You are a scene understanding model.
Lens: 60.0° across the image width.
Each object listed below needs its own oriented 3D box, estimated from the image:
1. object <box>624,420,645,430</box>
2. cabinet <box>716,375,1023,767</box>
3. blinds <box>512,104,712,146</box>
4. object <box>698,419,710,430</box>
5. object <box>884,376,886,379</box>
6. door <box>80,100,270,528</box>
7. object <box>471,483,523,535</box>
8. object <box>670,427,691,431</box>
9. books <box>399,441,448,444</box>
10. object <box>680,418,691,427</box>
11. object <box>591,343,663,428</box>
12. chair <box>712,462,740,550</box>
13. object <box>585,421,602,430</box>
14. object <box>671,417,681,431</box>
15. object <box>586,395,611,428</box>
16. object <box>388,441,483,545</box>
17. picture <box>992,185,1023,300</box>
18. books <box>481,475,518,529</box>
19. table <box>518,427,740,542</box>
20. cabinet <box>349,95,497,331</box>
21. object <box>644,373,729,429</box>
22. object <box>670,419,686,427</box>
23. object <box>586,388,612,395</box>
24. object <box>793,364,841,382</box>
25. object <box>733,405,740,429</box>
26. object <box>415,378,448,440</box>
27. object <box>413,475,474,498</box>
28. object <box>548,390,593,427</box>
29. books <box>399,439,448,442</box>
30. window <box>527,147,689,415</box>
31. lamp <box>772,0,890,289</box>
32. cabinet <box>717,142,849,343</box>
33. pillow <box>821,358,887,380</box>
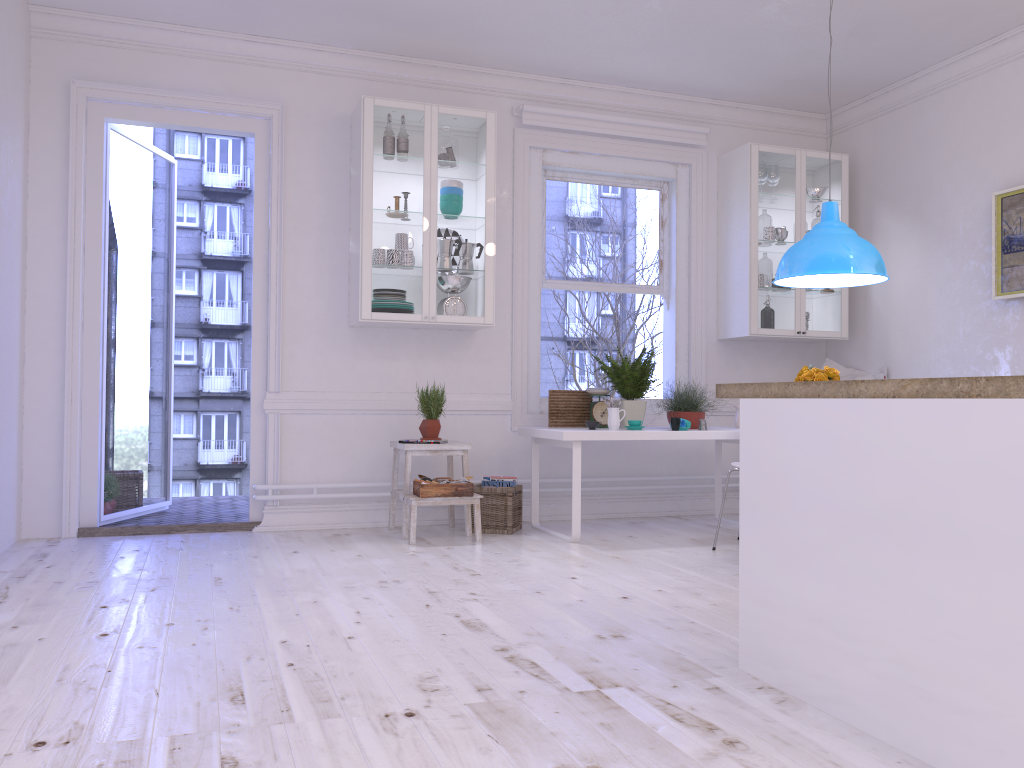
[{"bbox_3d":[0.724,0.243,5.231,0.121,0.055,0.121,0,-1,21],"label":"object"},{"bbox_3d":[1.130,0.417,2.306,0.654,0.842,1.167,1,-1,-19],"label":"cabinet"},{"bbox_3d":[0.706,-1.751,6.031,1.451,0.131,0.136,1,-1,-19],"label":"blinds"},{"bbox_3d":[1.138,0.241,5.261,0.066,0.067,0.052,1,-1,-19],"label":"object"},{"bbox_3d":[1.721,0.106,4.179,0.128,0.287,0.128,1,-1,-17],"label":"object"},{"bbox_3d":[-2.122,-0.367,5.678,1.009,2.474,1.021,1,-1,-19],"label":"door"},{"bbox_3d":[-0.102,0.750,5.358,0.276,0.270,0.276,0,-1,14],"label":"object"},{"bbox_3d":[0.988,0.262,5.208,0.121,0.021,0.121,0,-1,21],"label":"object"},{"bbox_3d":[-0.514,0.337,5.160,0.246,0.011,0.180,0,-1,11],"label":"books"},{"bbox_3d":[1.006,0.230,5.224,0.069,0.059,0.082,1,-1,-41],"label":"object"},{"bbox_3d":[0.731,0.012,5.521,0.438,0.527,0.368,1,-1,-19],"label":"object"},{"bbox_3d":[1.442,0.467,4.801,0.604,0.845,0.483,0,-1,26],"label":"chair"},{"bbox_3d":[0.470,0.243,5.176,0.082,0.048,0.079,0,-1,30],"label":"object"},{"bbox_3d":[0.945,0.232,5.127,0.055,0.077,0.070,0,-1,6],"label":"object"},{"bbox_3d":[0.555,0.173,5.580,0.159,0.208,0.185,1,-1,-19],"label":"object"},{"bbox_3d":[-0.454,0.610,5.143,0.418,0.534,0.599,1,-1,-19],"label":"object"},{"bbox_3d":[2.973,-0.810,4.727,0.020,0.629,0.971,1,-1,-19],"label":"picture"},{"bbox_3d":[-0.097,0.717,5.371,0.221,0.306,0.205,0,-1,14],"label":"books"},{"bbox_3d":[0.871,0.585,5.431,1.514,0.619,0.736,1,-1,-19],"label":"table"},{"bbox_3d":[-0.544,-1.009,5.423,0.823,1.311,0.425,1,-1,-19],"label":"cabinet"},{"bbox_3d":[1.099,0.114,5.546,0.668,0.367,0.531,0,-1,5],"label":"object"},{"bbox_3d":[0.976,0.235,5.200,0.080,0.058,0.069,-1,-2,44],"label":"object"},{"bbox_3d":[0.549,0.046,5.591,0.164,0.047,0.163,0,-1,30],"label":"object"},{"bbox_3d":[1.495,0.075,4.342,0.235,0.351,0.234,0,-1,36],"label":"object"},{"bbox_3d":[1.492,0.211,5.714,0.127,0.152,0.115,1,-1,-37],"label":"object"},{"bbox_3d":[-0.460,0.141,5.171,0.196,0.367,0.186,0,-1,26],"label":"object"},{"bbox_3d":[-0.371,0.567,4.953,0.358,0.110,0.211,1,-1,-17],"label":"object"},{"bbox_3d":[0.373,0.158,5.629,0.294,0.237,0.028,1,-1,-19],"label":"object"},{"bbox_3d":[-0.514,0.328,5.160,0.246,0.007,0.180,0,-1,11],"label":"books"},{"bbox_3d":[0.645,-0.680,6.191,1.234,1.782,0.181,1,-1,-19],"label":"window"},{"bbox_3d":[1.640,-1.499,4.567,0.568,1.948,0.568,0,-1,15],"label":"lamp"},{"bbox_3d":[1.929,-0.970,6.285,0.823,1.311,0.425,1,-1,-19],"label":"cabinet"},{"bbox_3d":[2.336,0.131,6.237,0.677,0.642,0.374,0,-1,41],"label":"pillow"}]
